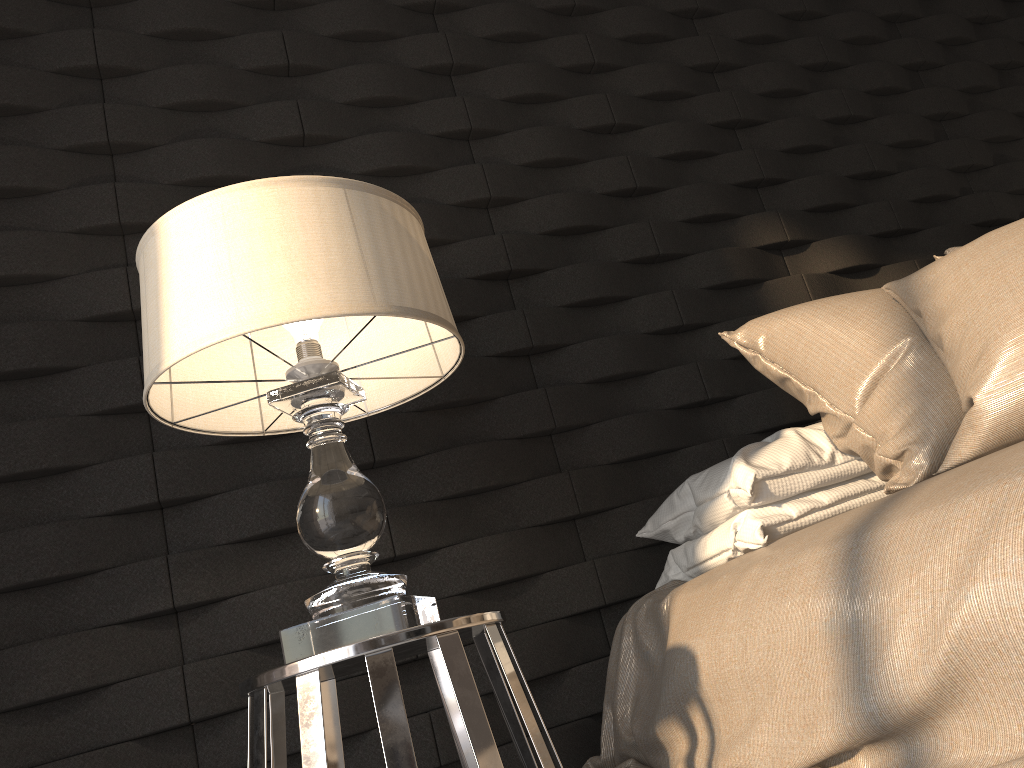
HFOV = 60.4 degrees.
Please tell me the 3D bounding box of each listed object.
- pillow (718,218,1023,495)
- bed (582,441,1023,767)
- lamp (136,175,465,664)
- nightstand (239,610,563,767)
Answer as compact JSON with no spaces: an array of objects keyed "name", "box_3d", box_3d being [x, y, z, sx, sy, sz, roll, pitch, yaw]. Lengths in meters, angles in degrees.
[{"name":"pillow","box_3d":[1.125,-0.194,1.612,1.304,0.515,0.873,-10,-19,-20]},{"name":"bed","box_3d":[1.392,0.172,1.130,2.378,0.620,2.222,-10,-19,-21]},{"name":"lamp","box_3d":[-0.279,0.079,1.316,0.458,0.627,0.476,-19,-17,10]},{"name":"nightstand","box_3d":[-0.112,0.645,1.143,0.562,0.600,0.543,-13,-17,-9]}]
